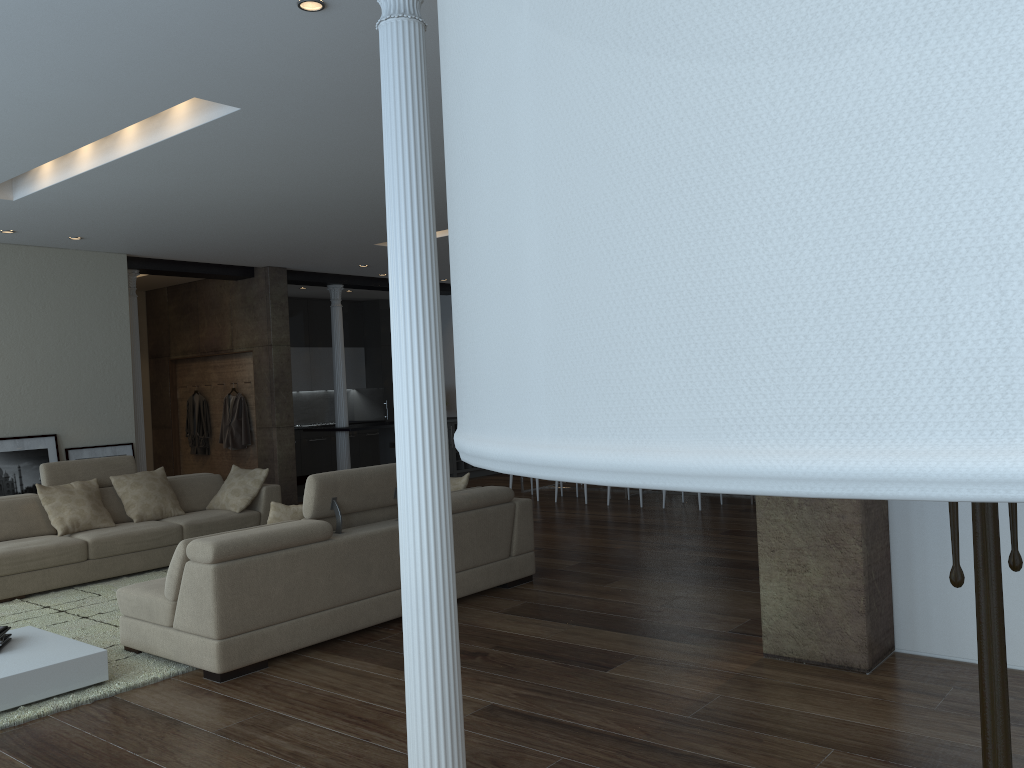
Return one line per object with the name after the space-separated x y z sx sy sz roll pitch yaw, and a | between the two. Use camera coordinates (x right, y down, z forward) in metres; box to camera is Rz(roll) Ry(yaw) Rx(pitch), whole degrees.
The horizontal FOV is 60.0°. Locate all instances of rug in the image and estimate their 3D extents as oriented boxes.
-2.310 1.518 6.167 2.972 0.020 4.231 -3 0 39 | rug

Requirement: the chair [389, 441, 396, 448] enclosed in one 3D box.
0.532 1.171 9.717 21.556 0.952 16.134 -3 0 39 | chair

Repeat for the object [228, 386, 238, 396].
-3.587 0.094 11.428 0.430 0.219 0.010 -3 0 39 | object

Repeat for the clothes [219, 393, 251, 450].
-3.585 0.482 11.423 0.700 0.735 0.173 -3 0 38 | clothes

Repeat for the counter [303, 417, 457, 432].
-1.356 0.570 13.462 1.000 0.040 3.700 -3 0 39 | counter

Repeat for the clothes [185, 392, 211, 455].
-4.273 0.542 11.999 0.569 0.855 0.141 -3 0 40 | clothes

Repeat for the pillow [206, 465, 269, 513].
-2.513 0.957 8.178 0.518 0.393 0.395 -3 0 36 | pillow

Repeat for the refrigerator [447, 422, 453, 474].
-1.092 0.966 13.078 0.075 0.774 0.578 -3 0 43 | refrigerator

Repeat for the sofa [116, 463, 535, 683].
-1.044 0.991 5.670 1.021 0.950 2.581 -3 0 39 | sofa

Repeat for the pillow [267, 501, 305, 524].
-1.283 0.883 5.382 0.368 0.416 0.519 -3 0 44 | pillow

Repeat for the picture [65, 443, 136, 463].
-4.150 1.123 9.072 0.195 0.988 0.700 -3 0 39 | picture

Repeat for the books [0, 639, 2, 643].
-2.739 1.303 4.513 0.220 0.010 0.300 -3 0 -36 | books

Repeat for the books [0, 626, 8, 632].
-2.740 1.284 4.513 0.220 0.010 0.300 -3 0 -11 | books

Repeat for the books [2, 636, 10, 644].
-2.713 1.331 4.519 0.220 0.010 0.300 -3 0 -16 | books

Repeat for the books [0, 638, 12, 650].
-2.713 1.350 4.519 0.220 0.010 0.300 -3 0 -16 | books

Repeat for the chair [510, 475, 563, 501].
0.245 0.989 10.890 0.495 0.835 0.581 -3 0 39 | chair

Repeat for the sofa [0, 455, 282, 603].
-3.323 1.103 7.535 1.021 0.950 2.581 -3 0 39 | sofa

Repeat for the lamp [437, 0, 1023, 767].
0.336 0.524 0.589 0.698 1.728 0.698 -3 0 -27 | lamp

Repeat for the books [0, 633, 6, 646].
-2.714 1.311 4.519 0.220 0.010 0.300 -3 0 -26 | books

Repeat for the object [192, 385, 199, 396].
-4.277 0.128 12.008 0.430 0.219 0.010 -3 0 39 | object

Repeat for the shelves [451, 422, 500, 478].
-0.701 1.008 14.236 0.900 0.897 1.700 -3 0 39 | shelves

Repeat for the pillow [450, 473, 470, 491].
-0.581 0.862 6.597 0.518 0.393 0.395 -3 0 43 | pillow

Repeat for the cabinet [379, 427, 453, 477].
-1.441 1.043 13.329 0.900 0.897 0.642 -3 0 39 | cabinet

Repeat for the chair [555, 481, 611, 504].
0.785 0.963 10.443 0.495 0.835 0.581 -3 0 39 | chair

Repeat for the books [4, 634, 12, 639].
-2.738 1.322 4.513 0.220 0.010 0.300 -3 0 -1 | books

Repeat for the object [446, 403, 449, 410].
-1.255 0.271 13.447 0.544 0.552 0.570 -3 0 -45 | object

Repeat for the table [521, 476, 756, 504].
1.662 0.973 10.895 3.400 0.733 1.200 -3 0 39 | table

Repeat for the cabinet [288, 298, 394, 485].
-2.432 0.044 15.557 0.827 2.980 7.409 -3 0 39 | cabinet

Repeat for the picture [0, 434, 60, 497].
-4.789 1.079 8.274 0.225 1.140 1.183 -3 0 39 | picture

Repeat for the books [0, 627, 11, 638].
-2.715 1.292 4.519 0.220 0.010 0.300 -3 0 -16 | books

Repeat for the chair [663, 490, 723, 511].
1.900 0.908 9.544 0.495 0.835 0.581 -3 0 39 | chair

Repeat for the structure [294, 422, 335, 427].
-3.202 0.672 14.528 0.520 0.066 0.900 -3 0 39 | structure

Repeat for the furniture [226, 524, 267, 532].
-1.779 1.306 6.865 1.057 0.355 1.057 -3 0 41 | furniture

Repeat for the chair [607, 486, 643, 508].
1.349 0.935 9.969 0.495 0.835 0.581 -3 0 39 | chair

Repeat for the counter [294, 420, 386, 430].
-3.611 0.801 14.087 0.807 0.223 3.597 -3 0 39 | counter

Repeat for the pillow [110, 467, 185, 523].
-3.179 0.966 7.740 0.301 0.439 0.534 -3 0 36 | pillow

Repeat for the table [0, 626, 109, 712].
-2.639 1.436 4.345 0.900 0.170 0.900 -3 0 39 | table

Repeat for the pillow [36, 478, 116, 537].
-3.564 0.995 7.248 0.368 0.416 0.519 -3 0 35 | pillow
